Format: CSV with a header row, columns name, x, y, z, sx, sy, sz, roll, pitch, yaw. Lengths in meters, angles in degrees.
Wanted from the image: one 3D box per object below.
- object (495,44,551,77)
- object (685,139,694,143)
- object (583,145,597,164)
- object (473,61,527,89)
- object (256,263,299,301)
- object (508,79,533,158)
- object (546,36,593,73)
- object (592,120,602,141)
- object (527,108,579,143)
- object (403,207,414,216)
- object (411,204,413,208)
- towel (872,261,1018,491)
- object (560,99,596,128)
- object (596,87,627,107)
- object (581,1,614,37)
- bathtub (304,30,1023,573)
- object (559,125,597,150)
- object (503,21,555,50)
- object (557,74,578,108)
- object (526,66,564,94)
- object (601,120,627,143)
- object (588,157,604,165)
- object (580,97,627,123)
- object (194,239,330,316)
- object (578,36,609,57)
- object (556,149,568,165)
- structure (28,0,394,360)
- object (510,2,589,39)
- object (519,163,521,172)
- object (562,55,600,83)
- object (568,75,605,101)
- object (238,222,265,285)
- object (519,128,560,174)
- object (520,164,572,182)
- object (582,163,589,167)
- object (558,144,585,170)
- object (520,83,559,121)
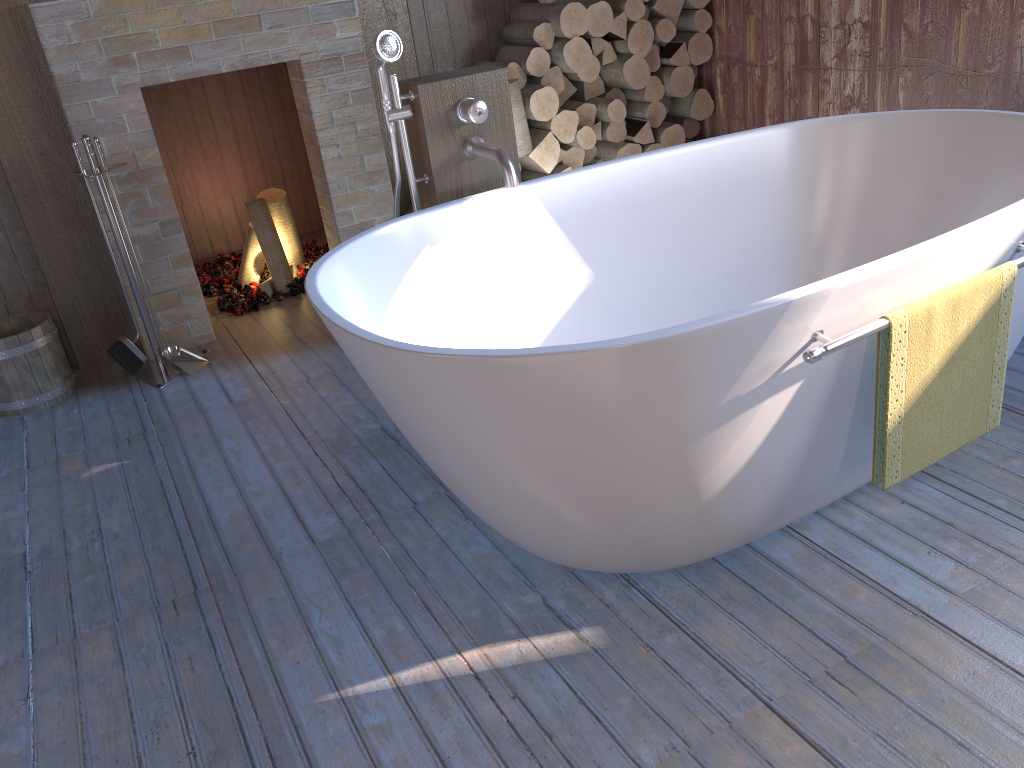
name,x,y,z,sx,sy,sz,roll,pitch,yaw
object,0.043,-1.357,3.718,0.115,0.123,0.291,-19,27,-21
object,0.781,-1.110,4.242,0.147,0.152,0.439,-19,27,-21
object,0.262,-1.089,4.071,0.121,0.124,0.291,-19,27,-21
object,-0.065,-1.300,3.739,0.114,0.113,0.301,-20,28,-24
object,-1.073,-0.469,4.074,0.085,0.084,0.278,1,27,20
object,0.002,-1.078,3.606,0.147,0.298,0.109,-18,27,-19
object,0.162,-1.402,3.772,0.141,0.143,0.437,-20,28,-23
object,0.286,-1.134,3.953,0.086,0.089,0.279,-20,28,-23
object,0.117,-1.146,3.870,0.139,0.148,0.458,-19,27,-21
object,-0.377,-0.690,3.832,0.114,0.120,0.303,-19,27,-21
object,-0.353,-0.784,3.803,0.085,0.091,0.280,-20,27,-22
towel,0.836,-0.016,1.714,0.370,0.361,0.032,-21,28,-25
object,0.247,-1.193,3.909,0.114,0.120,0.303,-19,27,-21
object,0.390,-1.302,4.061,0.116,0.118,0.289,-20,28,-24
object,0.254,-1.553,3.772,0.138,0.147,0.440,-19,27,-21
bathtub,0.507,-0.333,2.098,1.935,1.109,1.460,-9,25,-2
object,0.208,-1.105,3.912,0.098,0.100,0.437,-20,28,-23
object,0.071,-1.459,3.712,0.106,0.112,0.282,-19,27,-21
object,0.153,-1.313,3.922,0.128,0.150,0.323,-19,27,-21
object,0.098,-1.300,3.791,0.111,0.113,0.301,-20,27,-22
object,0.384,-1.154,4.001,0.111,0.113,0.301,-20,28,-23
object,0.357,-0.999,4.024,0.057,0.061,0.156,-20,27,-22
object,0.339,-1.227,3.941,0.098,0.100,0.437,-20,28,-23
object,-1.199,-0.562,4.343,0.935,0.085,0.829,17,35,43
object,0.309,-1.466,3.831,0.088,0.092,0.280,-19,27,-21
object,0.140,-1.024,3.907,0.088,0.092,0.280,-19,27,-21
structure,-1.072,-0.874,3.509,1.130,1.330,0.226,-19,27,-22
object,0.151,-1.530,3.724,0.135,0.145,0.439,-19,27,-21
object,-0.077,-0.972,3.930,0.115,0.123,0.291,-19,27,-21
object,0.257,-1.374,3.834,0.115,0.123,0.291,-19,27,-21
object,0.285,-1.347,3.985,0.104,0.127,0.321,-19,27,-21
object,-1.201,-0.601,4.140,0.221,0.306,0.121,-7,25,3
object,0.019,-1.027,3.872,0.155,0.174,0.483,-20,28,-23
object,0.088,-0.909,3.956,0.151,0.150,0.483,-20,28,-23
object,0.272,-0.951,4.018,0.114,0.120,0.303,-19,27,-21
object,0.201,-1.022,3.957,0.114,0.120,0.303,-19,27,-21
object,0.032,-1.211,3.778,0.138,0.147,0.440,-19,27,-21
